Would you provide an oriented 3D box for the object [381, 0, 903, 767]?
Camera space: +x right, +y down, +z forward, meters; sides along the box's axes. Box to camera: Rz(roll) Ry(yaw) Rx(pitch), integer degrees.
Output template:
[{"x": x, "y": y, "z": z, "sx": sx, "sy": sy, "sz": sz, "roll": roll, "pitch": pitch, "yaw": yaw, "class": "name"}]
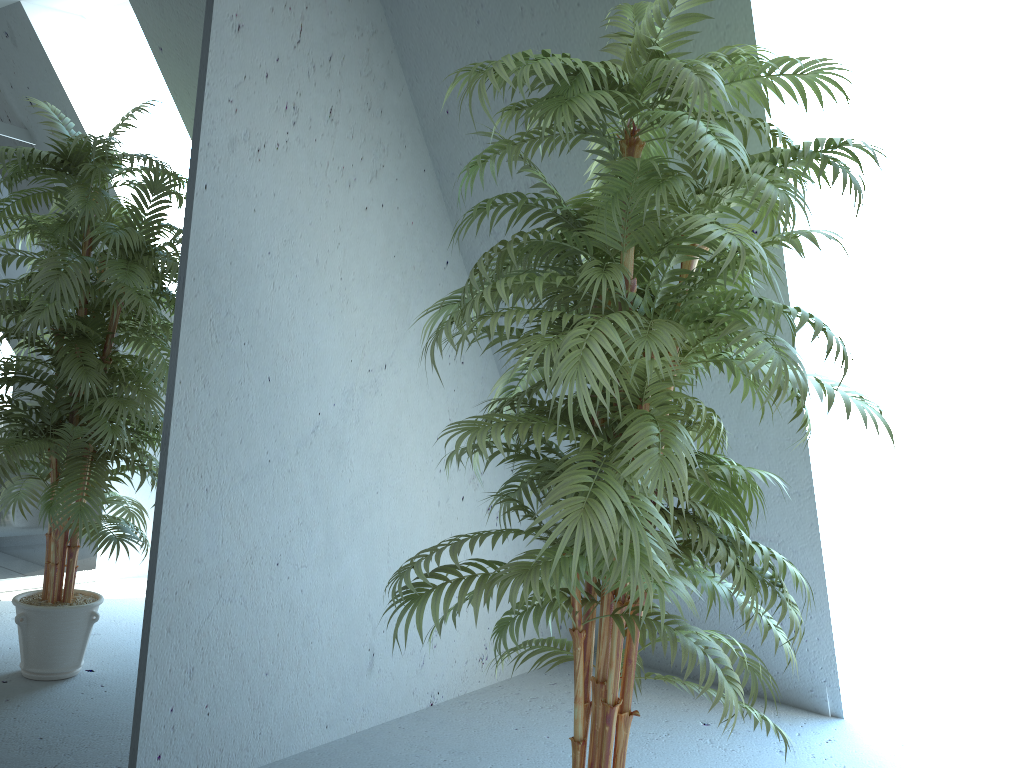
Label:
[{"x": 0.244, "y": 0.117, "z": 1.902, "sx": 0.980, "sy": 2.034, "sz": 1.020, "roll": 5, "pitch": -1, "yaw": -7, "class": "object"}]
